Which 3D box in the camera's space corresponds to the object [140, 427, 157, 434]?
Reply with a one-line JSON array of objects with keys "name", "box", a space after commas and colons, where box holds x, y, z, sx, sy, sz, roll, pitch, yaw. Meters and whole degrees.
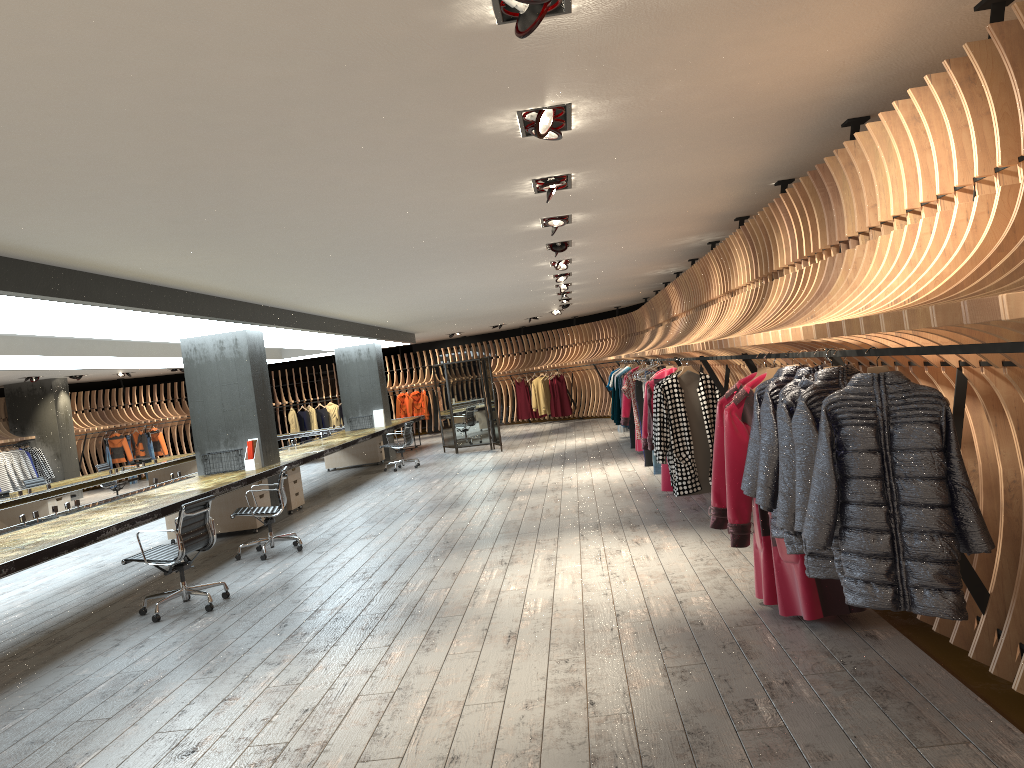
[{"name": "object", "box": [-9.638, 1.201, 23.331, 0.549, 0.243, 0.023, -8, 0, -20]}]

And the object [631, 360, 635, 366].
[{"name": "object", "box": [2.127, -0.289, 15.450, 0.525, 0.270, 0.012, -8, 0, 4]}]

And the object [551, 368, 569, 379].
[{"name": "object", "box": [1.247, -0.279, 23.421, 0.525, 0.270, 0.012, -8, 0, -21]}]

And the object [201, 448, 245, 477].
[{"name": "object", "box": [-3.673, 1.000, 11.300, 0.459, 0.289, 0.329, -8, 0, 2]}]

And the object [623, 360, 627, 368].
[{"name": "object", "box": [2.207, -0.314, 17.099, 0.524, 0.284, 0.014, -8, 0, 14]}]

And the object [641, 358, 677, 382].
[{"name": "object", "box": [1.818, -0.185, 10.724, 0.547, 0.262, 0.023, -8, 0, 5]}]

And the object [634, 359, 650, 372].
[{"name": "object", "box": [2.004, -0.247, 13.618, 0.525, 0.270, 0.012, -8, 0, 14]}]

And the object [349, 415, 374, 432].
[{"name": "object", "box": [-3.173, 0.826, 18.687, 0.459, 0.289, 0.330, -8, 0, 7]}]

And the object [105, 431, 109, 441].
[{"name": "object", "box": [-10.189, 1.292, 22.268, 0.023, 0.243, 0.549, -8, 1, -14]}]

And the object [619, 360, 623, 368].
[{"name": "object", "box": [2.298, -0.354, 18.432, 0.525, 0.270, 0.012, -8, 0, -6]}]

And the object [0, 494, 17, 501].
[{"name": "object", "box": [-6.745, 1.520, 11.738, 0.302, 0.074, 0.217, -8, 1, -2]}]

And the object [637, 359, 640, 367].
[{"name": "object", "box": [1.999, -0.250, 13.865, 0.525, 0.270, 0.012, -8, 0, 4]}]

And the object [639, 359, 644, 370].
[{"name": "object", "box": [1.939, -0.230, 12.973, 0.525, 0.270, 0.012, -8, 0, 4]}]

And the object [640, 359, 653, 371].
[{"name": "object", "box": [1.919, -0.217, 12.761, 0.524, 0.286, 0.015, -8, 0, -11]}]

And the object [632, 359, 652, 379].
[{"name": "object", "box": [1.856, -0.210, 11.733, 0.549, 0.250, 0.023, -8, 0, 5]}]

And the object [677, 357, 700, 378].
[{"name": "object", "box": [1.631, -0.116, 8.213, 0.525, 0.270, 0.012, -8, 0, -6]}]

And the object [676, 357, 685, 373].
[{"name": "object", "box": [1.624, -0.117, 8.395, 0.525, 0.270, 0.012, -8, 0, 4]}]

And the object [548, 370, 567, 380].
[{"name": "object", "box": [1.196, -0.273, 23.508, 0.525, 0.270, 0.012, -8, 0, 4]}]

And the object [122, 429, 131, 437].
[{"name": "object", "box": [-9.932, 1.249, 22.817, 0.023, 0.243, 0.549, -8, 1, 1]}]

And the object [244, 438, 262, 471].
[{"name": "object", "box": [-3.324, 0.900, 11.333, 0.129, 0.383, 0.240, -8, 0, 4]}]

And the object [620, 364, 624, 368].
[{"name": "object", "box": [2.296, -0.352, 18.295, 0.525, 0.270, 0.012, -8, 0, 19]}]

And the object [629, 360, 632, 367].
[{"name": "object", "box": [2.134, -0.294, 15.765, 0.525, 0.270, 0.012, -8, 0, 9]}]

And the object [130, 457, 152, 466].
[{"name": "object", "box": [-7.042, 1.462, 16.844, 0.261, 0.111, 0.373, -8, 1, 4]}]

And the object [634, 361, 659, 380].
[{"name": "object", "box": [1.841, -0.207, 11.467, 0.549, 0.243, 0.023, -8, 0, 10]}]

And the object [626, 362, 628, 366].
[{"name": "object", "box": [2.198, -0.313, 16.704, 0.525, 0.270, 0.012, -8, 0, 9]}]

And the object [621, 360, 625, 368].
[{"name": "object", "box": [2.234, -0.327, 17.684, 0.523, 0.288, 0.015, -8, 0, 14]}]

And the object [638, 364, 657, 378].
[{"name": "object", "box": [1.840, -0.196, 11.239, 0.548, 0.256, 0.023, -7, 0, 30]}]

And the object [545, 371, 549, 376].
[{"name": "object", "box": [0.948, -0.247, 23.822, 0.012, 0.270, 0.526, -8, 0, 44]}]

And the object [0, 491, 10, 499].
[{"name": "object", "box": [-7.182, 1.558, 12.276, 0.262, 0.088, 0.373, -8, 1, 4]}]

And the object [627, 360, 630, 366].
[{"name": "object", "box": [2.175, -0.312, 16.332, 0.525, 0.270, 0.012, -8, 0, 9]}]

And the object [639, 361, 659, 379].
[{"name": "object", "box": [1.847, -0.212, 11.625, 0.550, 0.243, 0.023, -8, 0, -35]}]

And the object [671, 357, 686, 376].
[{"name": "object", "box": [1.674, -0.129, 8.718, 0.524, 0.270, 0.012, -8, 0, 24]}]

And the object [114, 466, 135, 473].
[{"name": "object", "box": [-6.526, 1.443, 14.950, 0.302, 0.071, 0.209, -8, 1, -1]}]

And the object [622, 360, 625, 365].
[{"name": "object", "box": [2.304, -0.351, 18.121, 0.525, 0.270, 0.012, -8, 0, -11]}]

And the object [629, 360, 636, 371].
[{"name": "object", "box": [2.075, -0.272, 14.830, 0.524, 0.270, 0.012, -7, 0, 29]}]

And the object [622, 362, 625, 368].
[{"name": "object", "box": [2.254, -0.335, 17.575, 0.525, 0.270, 0.012, -8, 0, 9]}]

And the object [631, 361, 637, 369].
[{"name": "object", "box": [2.089, -0.280, 15.128, 0.525, 0.270, 0.012, -8, 0, 14]}]

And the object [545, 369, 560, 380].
[{"name": "object", "box": [1.099, -0.262, 23.636, 0.525, 0.270, 0.012, -8, 0, -21]}]

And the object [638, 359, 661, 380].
[{"name": "object", "box": [1.828, -0.202, 11.360, 0.549, 0.243, 0.023, -8, 0, -25]}]

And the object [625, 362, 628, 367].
[{"name": "object", "box": [2.214, -0.318, 16.913, 0.525, 0.270, 0.012, -8, 0, 4]}]

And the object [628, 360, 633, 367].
[{"name": "object", "box": [2.160, -0.307, 16.098, 0.525, 0.270, 0.012, -8, 0, 4]}]

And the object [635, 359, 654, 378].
[{"name": "object", "box": [1.861, -0.217, 11.829, 0.548, 0.243, 0.023, -7, 0, 40]}]

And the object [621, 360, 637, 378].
[{"name": "object", "box": [2.053, -0.267, 14.650, 0.525, 0.270, 0.012, -8, 0, 9]}]

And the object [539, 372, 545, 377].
[{"name": "object", "box": [0.817, -0.232, 24.000, 0.525, 0.270, 0.012, -8, 0, 4]}]

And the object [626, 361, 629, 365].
[{"name": "object", "box": [2.221, -0.318, 16.831, 0.525, 0.270, 0.012, -8, 0, 4]}]

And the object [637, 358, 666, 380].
[{"name": "object", "box": [1.801, -0.195, 10.917, 0.549, 0.243, 0.023, -8, 0, 5]}]

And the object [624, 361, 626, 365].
[{"name": "object", "box": [2.272, -0.330, 17.487, 0.523, 0.290, 0.013, -8, 0, -1]}]

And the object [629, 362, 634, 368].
[{"name": "object", "box": [2.116, -0.290, 15.562, 0.525, 0.270, 0.012, -8, 0, 4]}]
